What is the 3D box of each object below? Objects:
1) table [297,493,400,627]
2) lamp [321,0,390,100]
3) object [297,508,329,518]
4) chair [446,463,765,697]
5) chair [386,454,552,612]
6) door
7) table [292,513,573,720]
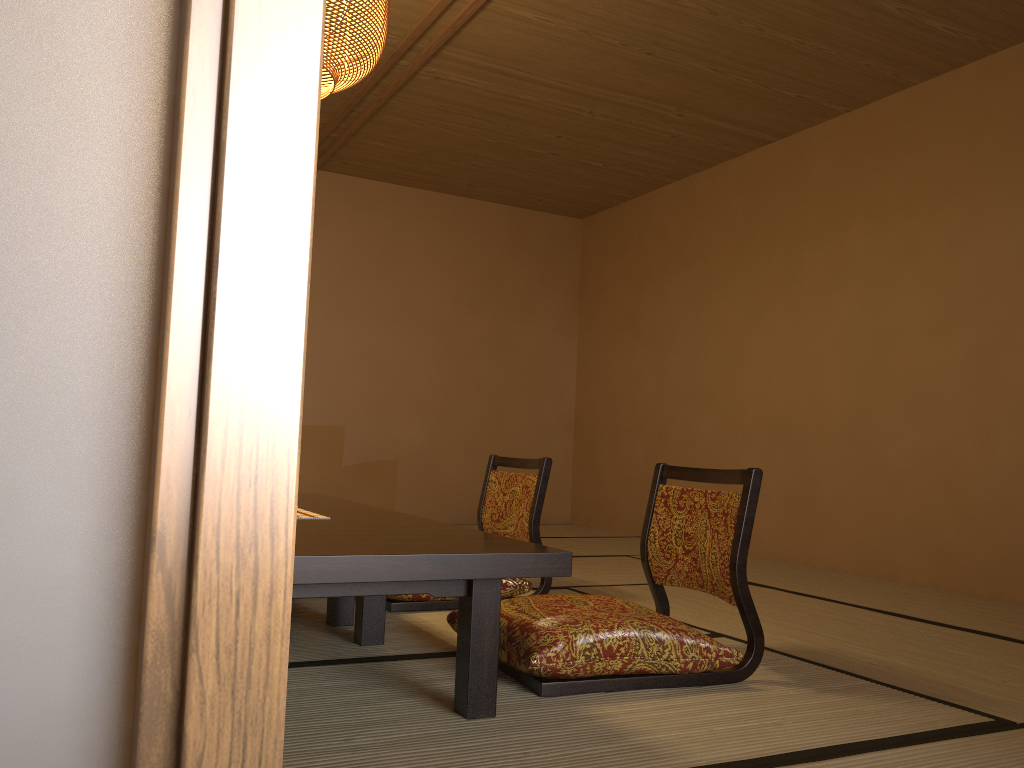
[{"bbox_3d":[-1.009,0.562,2.931,0.995,0.356,0.995,5,-5,-27],"label":"table"},{"bbox_3d":[-0.775,-1.361,2.750,0.798,0.825,0.799,3,-4,-3],"label":"lamp"},{"bbox_3d":[-0.764,0.360,2.502,0.401,0.003,0.398,5,-5,-27],"label":"object"},{"bbox_3d":[0.248,0.481,2.387,0.687,0.546,0.583,4,-4,-23],"label":"chair"},{"bbox_3d":[-0.257,0.533,3.349,0.699,0.546,0.583,5,-4,-28],"label":"chair"},{"bbox_3d":[-0.487,-0.431,0.050,0.993,1.932,0.040,4,-4,-27],"label":"door"},{"bbox_3d":[-0.551,0.514,2.048,0.995,0.356,0.995,5,-5,-27],"label":"table"}]
